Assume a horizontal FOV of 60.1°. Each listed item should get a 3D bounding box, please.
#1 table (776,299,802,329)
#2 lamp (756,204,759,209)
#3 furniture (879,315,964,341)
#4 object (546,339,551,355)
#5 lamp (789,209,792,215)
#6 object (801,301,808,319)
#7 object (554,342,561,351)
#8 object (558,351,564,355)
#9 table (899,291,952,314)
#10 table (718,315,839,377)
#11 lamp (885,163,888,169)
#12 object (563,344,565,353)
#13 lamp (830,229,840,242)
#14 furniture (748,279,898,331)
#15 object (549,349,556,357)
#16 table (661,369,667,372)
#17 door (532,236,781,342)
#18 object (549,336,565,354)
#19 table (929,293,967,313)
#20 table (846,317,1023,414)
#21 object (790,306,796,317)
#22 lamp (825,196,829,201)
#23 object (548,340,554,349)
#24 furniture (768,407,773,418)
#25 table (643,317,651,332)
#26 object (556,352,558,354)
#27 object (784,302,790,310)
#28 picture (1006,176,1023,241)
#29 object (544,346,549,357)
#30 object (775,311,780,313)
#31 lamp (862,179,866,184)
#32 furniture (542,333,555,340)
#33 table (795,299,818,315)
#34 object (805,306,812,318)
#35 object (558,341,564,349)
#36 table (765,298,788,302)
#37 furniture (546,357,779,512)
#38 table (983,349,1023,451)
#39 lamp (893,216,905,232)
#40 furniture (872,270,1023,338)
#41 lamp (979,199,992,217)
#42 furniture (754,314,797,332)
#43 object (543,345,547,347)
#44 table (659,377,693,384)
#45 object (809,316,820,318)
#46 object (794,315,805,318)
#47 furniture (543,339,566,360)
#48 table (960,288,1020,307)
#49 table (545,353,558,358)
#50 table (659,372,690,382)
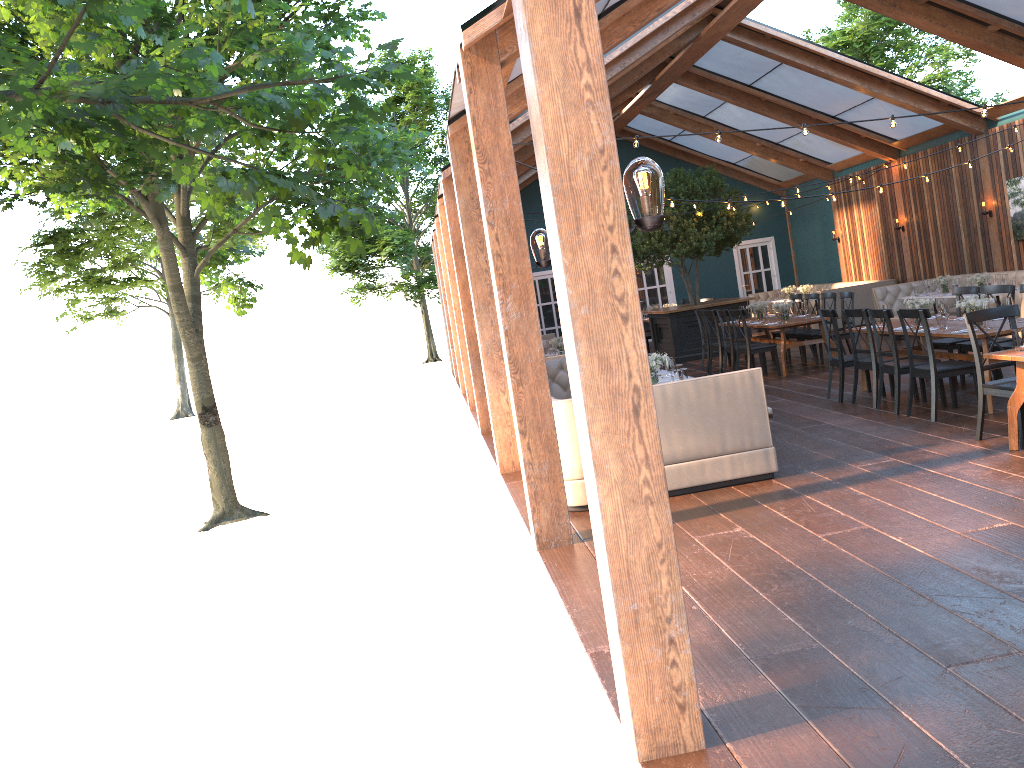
[{"bbox_3d":[6.526,-1.599,19.937,0.799,0.670,0.801,-9,4,-5],"label":"table"},{"bbox_3d":[6.362,-4.606,22.926,0.056,0.120,0.056,-10,3,-23],"label":"lamp"},{"bbox_3d":[6.500,-0.859,13.845,0.313,0.398,2.335,-9,5,-5],"label":"furniture"},{"bbox_3d":[0.605,-0.589,14.184,0.092,0.244,0.093,-7,3,43],"label":"object"},{"bbox_3d":[5.749,-3.548,18.264,0.056,0.121,0.056,-10,3,-28],"label":"lamp"},{"bbox_3d":[4.236,-1.069,12.796,0.092,0.244,0.093,-8,2,20],"label":"object"},{"bbox_3d":[0.684,-0.504,13.189,0.092,0.244,0.093,-7,3,43],"label":"object"},{"bbox_3d":[0.690,-0.375,12.309,0.092,0.158,0.092,-10,3,-19],"label":"object"},{"bbox_3d":[7.057,-1.168,14.718,0.799,0.670,0.800,-9,4,-6],"label":"table"},{"bbox_3d":[4.039,-0.620,13.555,0.951,0.727,2.438,-9,5,-5],"label":"table"},{"bbox_3d":[7.479,-4.348,17.654,0.056,0.119,0.057,-8,3,24],"label":"lamp"},{"bbox_3d":[0.767,-0.439,12.398,0.092,0.244,0.092,-9,2,-2],"label":"object"},{"bbox_3d":[7.468,-3.428,20.472,0.178,0.319,0.146,-9,2,-5],"label":"lamp"},{"bbox_3d":[6.946,-1.760,19.954,1.711,0.856,4.170,-9,5,-5],"label":"furniture"},{"bbox_3d":[0.606,-0.440,13.107,0.092,0.158,0.092,-10,3,-19],"label":"object"},{"bbox_3d":[1.250,0.226,9.599,0.799,0.670,0.800,-9,4,-6],"label":"table"},{"bbox_3d":[2.987,-2.117,22.817,8.179,2.205,0.174,-9,2,-6],"label":"door"},{"bbox_3d":[0.748,-0.602,13.758,0.336,0.309,0.330,-8,4,7],"label":"object"},{"bbox_3d":[7.140,-1.101,13.906,0.799,0.670,0.801,-9,4,-5],"label":"table"},{"bbox_3d":[4.496,-0.249,9.067,0.951,0.727,2.438,-9,5,-5],"label":"table"},{"bbox_3d":[4.275,-1.095,13.442,0.092,0.158,0.091,-11,3,-39],"label":"object"},{"bbox_3d":[6.447,-3.787,18.074,0.057,0.118,0.066,-10,3,-29],"label":"lamp"},{"bbox_3d":[0.614,-0.567,13.942,0.092,0.244,0.093,-7,3,43],"label":"object"},{"bbox_3d":[2.031,0.316,8.859,0.313,0.398,2.335,-9,5,-5],"label":"furniture"},{"bbox_3d":[3.418,-1.123,19.648,0.951,0.727,2.438,-9,5,-5],"label":"table"},{"bbox_3d":[0.704,-0.506,14.344,0.157,0.019,0.256,-9,6,-5],"label":"object"},{"bbox_3d":[4.148,-1.112,13.360,0.092,0.244,0.093,-7,3,37],"label":"object"},{"bbox_3d":[8.225,-2.766,13.607,0.065,0.995,1.655,-9,5,-5],"label":"picture"},{"bbox_3d":[0.531,-0.504,13.877,0.092,0.158,0.092,-10,3,-19],"label":"object"},{"bbox_3d":[4.194,-1.138,13.972,0.091,0.158,0.092,-8,3,21],"label":"object"},{"bbox_3d":[7.109,-4.092,17.892,0.073,0.115,0.056,-9,2,1],"label":"lamp"},{"bbox_3d":[-0.135,-0.606,19.263,1.711,0.856,4.170,-9,5,-5],"label":"furniture"},{"bbox_3d":[6.608,-1.532,19.125,0.799,0.670,0.800,-9,4,-6],"label":"table"},{"bbox_3d":[4.312,-1.044,12.865,0.091,0.158,0.092,-7,3,31],"label":"object"},{"bbox_3d":[0.846,-0.524,12.803,0.335,0.309,0.331,-8,4,11],"label":"object"},{"bbox_3d":[6.443,-1.666,20.749,0.799,0.670,0.801,-9,4,-6],"label":"table"},{"bbox_3d":[0.937,0.263,8.735,1.711,0.856,4.170,-9,5,-5],"label":"furniture"},{"bbox_3d":[4.807,-0.021,6.253,2.433,0.728,0.953,-9,4,-6],"label":"table"},{"bbox_3d":[7.746,-3.202,17.738,0.178,0.319,0.146,-9,2,-5],"label":"lamp"},{"bbox_3d":[7.558,-1.264,13.945,1.711,0.856,4.170,-9,5,-5],"label":"furniture"},{"bbox_3d":[8.024,-2.977,15.006,0.178,0.319,0.146,-9,2,-5],"label":"lamp"},{"bbox_3d":[5.885,-1.358,19.886,0.313,0.398,2.335,-9,5,-5],"label":"furniture"},{"bbox_3d":[0.538,-0.545,14.277,0.092,0.158,0.092,-10,3,-19],"label":"object"},{"bbox_3d":[1.415,0.360,7.976,0.799,0.670,0.801,-9,4,-6],"label":"table"},{"bbox_3d":[4.392,-0.969,12.700,0.255,0.019,0.158,-9,6,-5],"label":"object"},{"bbox_3d":[4.334,-1.018,13.283,0.255,0.019,0.158,-9,6,-5],"label":"object"},{"bbox_3d":[0.478,-0.109,13.245,1.711,0.856,4.170,-9,5,-5],"label":"furniture"},{"bbox_3d":[7.222,-1.034,13.094,0.799,0.670,0.801,-9,4,-6],"label":"table"},{"bbox_3d":[0.792,-0.145,14.095,0.799,0.670,0.800,-9,4,-6],"label":"table"},{"bbox_3d":[1.333,0.293,8.787,0.799,0.670,0.801,-9,4,-5],"label":"table"}]
